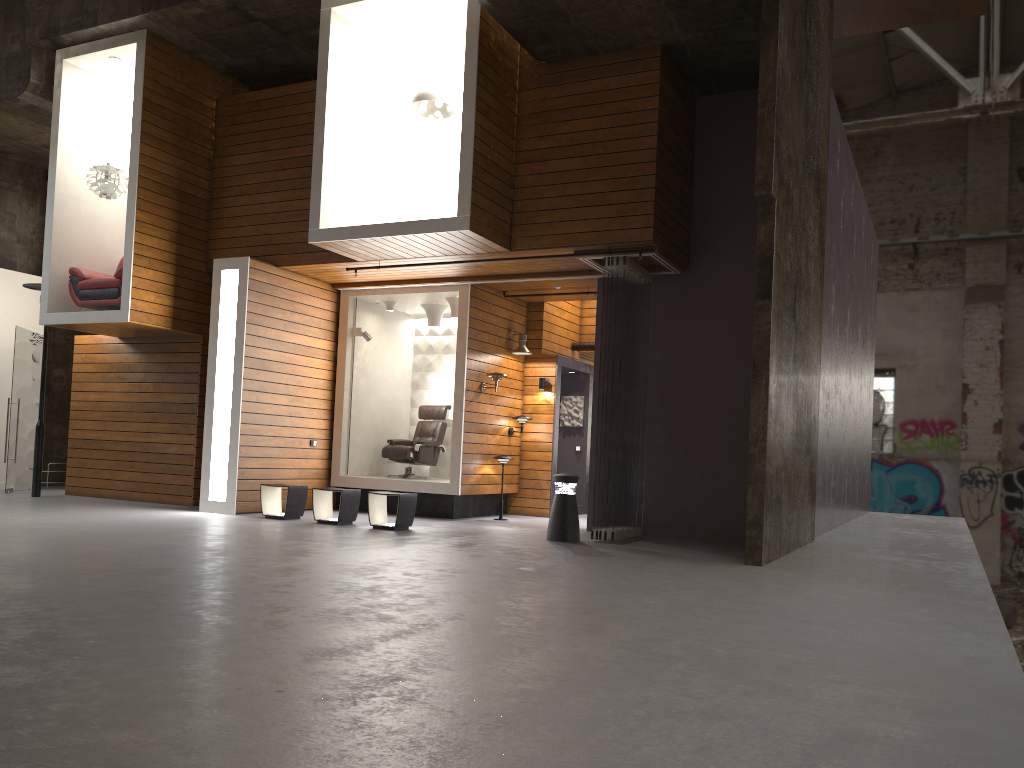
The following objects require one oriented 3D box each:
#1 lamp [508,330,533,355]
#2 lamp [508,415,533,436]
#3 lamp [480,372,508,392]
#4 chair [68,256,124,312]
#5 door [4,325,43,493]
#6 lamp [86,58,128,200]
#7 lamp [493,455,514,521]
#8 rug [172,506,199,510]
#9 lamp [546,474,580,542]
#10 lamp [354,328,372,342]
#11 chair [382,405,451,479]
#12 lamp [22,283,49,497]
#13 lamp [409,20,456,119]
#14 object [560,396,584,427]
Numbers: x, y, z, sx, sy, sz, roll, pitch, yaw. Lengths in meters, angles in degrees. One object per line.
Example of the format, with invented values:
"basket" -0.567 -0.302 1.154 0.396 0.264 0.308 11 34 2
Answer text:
"lamp" 0.122 -0.582 12.252 0.346 0.330 0.295 1 -3 28
"lamp" 0.124 0.578 12.348 0.326 0.296 0.289 1 -3 26
"lamp" -0.233 -0.024 11.561 0.351 0.270 0.289 1 -4 26
"chair" -4.922 -1.305 11.383 1.199 0.936 0.955 1 -4 26
"door" -6.981 0.389 12.747 0.146 2.300 1.287 3 -2 -11
"lamp" -5.040 -3.221 11.128 0.512 1.771 0.488 3 -2 -10
"lamp" -0.129 1.362 11.688 0.287 0.861 0.288 2 -2 12
"rug" -3.703 1.615 11.618 0.540 0.014 1.582 0 -5 26
"lamp" 0.550 1.283 9.244 0.348 0.695 0.349 1 -3 32
"lamp" -2.044 -0.678 12.144 0.249 0.188 0.129 3 -3 -5
"chair" -1.371 0.811 12.670 0.755 1.069 0.827 0 -4 41
"lamp" -6.330 0.122 11.939 0.630 2.943 0.630 3 -2 -23
"lamp" -0.860 -3.540 9.863 0.530 0.985 0.531 1 -3 39
"object" 0.928 0.423 13.772 0.380 0.477 0.048 1 -2 26
